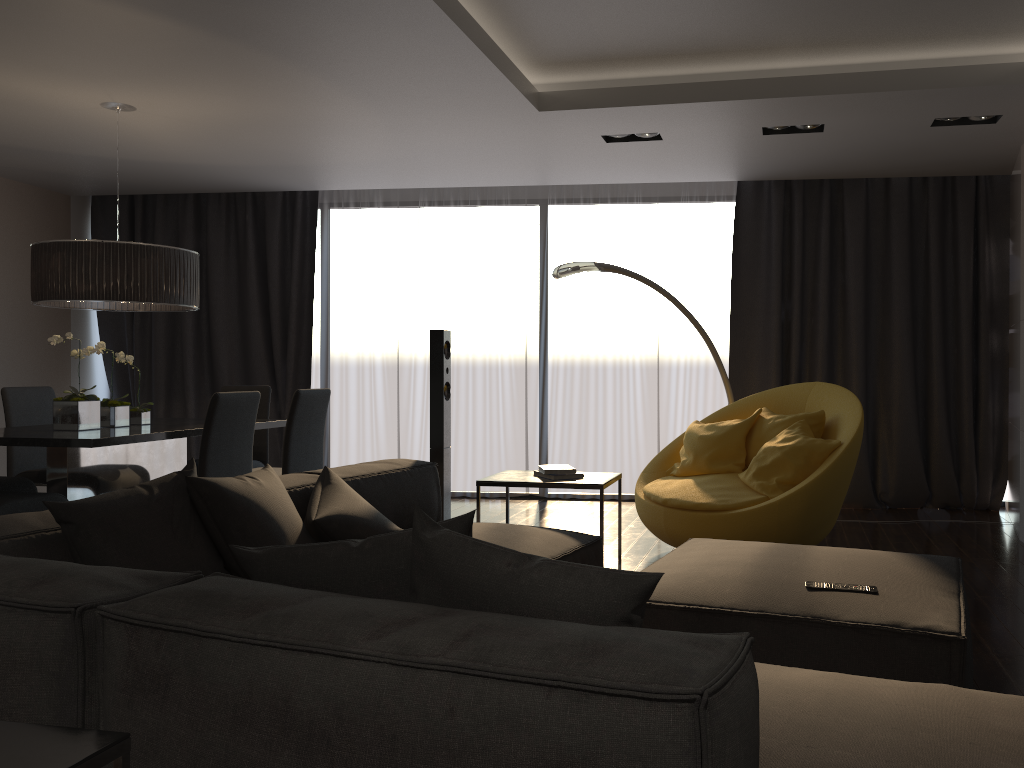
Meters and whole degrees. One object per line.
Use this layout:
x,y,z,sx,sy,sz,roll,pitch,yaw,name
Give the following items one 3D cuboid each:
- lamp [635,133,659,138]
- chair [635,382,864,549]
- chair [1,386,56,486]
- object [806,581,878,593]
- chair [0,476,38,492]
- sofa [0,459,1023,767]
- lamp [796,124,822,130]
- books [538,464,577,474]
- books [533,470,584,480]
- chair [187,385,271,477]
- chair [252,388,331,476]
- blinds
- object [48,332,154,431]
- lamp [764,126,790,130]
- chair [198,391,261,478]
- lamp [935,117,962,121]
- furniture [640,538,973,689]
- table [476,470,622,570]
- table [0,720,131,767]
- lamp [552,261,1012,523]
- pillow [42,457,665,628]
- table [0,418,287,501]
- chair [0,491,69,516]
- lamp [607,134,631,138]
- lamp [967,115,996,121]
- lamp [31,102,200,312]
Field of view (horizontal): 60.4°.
0.826,-1.556,5.386,0.169,0.077,0.184,1,1,27,lamp
1.362,0.492,5.137,1.177,1.005,1.465,0,1,-18,chair
-2.680,0.500,5.283,0.559,0.964,0.438,0,0,14,chair
0.983,0.607,2.627,0.203,0.015,0.052,0,1,12,object
-2.894,0.510,4.596,0.559,0.964,0.438,0,0,14,chair
0.034,0.678,2.480,2.628,0.704,2.584,1,1,24,sofa
1.751,-1.551,5.195,0.169,0.077,0.184,1,1,27,lamp
0.215,0.409,4.219,0.158,0.022,0.201,0,1,-9,books
0.220,0.432,4.206,0.170,0.023,0.221,0,1,-25,books
-1.868,0.496,5.654,0.417,0.964,0.586,0,0,15,chair
-1.376,0.507,5.014,0.559,0.964,0.438,0,0,14,chair
0.103,-0.477,7.113,7.428,2.894,0.754,0,0,4,blinds
-2.221,-0.020,4.728,0.304,0.501,0.585,0,1,13,object
1.578,-1.552,5.230,0.168,0.077,0.186,1,1,34,lamp
-1.590,0.517,4.327,0.559,0.964,0.438,0,0,14,chair
2.505,-1.547,5.040,0.168,0.077,0.186,1,1,34,lamp
0.961,0.802,2.968,1.051,0.440,1.141,0,1,25,furniture
0.190,0.724,4.213,0.587,0.563,0.461,0,1,14,table
-0.889,0.771,1.071,0.587,0.563,0.461,0,1,14,table
2.370,0.090,6.197,4.308,1.779,0.571,0,0,-9,lamp
-0.592,0.428,2.202,1.099,0.431,2.017,0,1,-22,pillow
-2.128,0.611,4.811,1.015,0.760,1.642,0,1,16,table
-2.410,0.521,3.992,0.417,0.964,0.586,0,0,15,chair
0.653,-1.557,5.421,0.174,0.077,0.179,0,1,10,lamp
2.678,-1.546,5.004,0.169,0.077,0.184,1,1,27,lamp
-2.144,-0.970,4.793,0.763,1.102,0.845,1,1,39,lamp
